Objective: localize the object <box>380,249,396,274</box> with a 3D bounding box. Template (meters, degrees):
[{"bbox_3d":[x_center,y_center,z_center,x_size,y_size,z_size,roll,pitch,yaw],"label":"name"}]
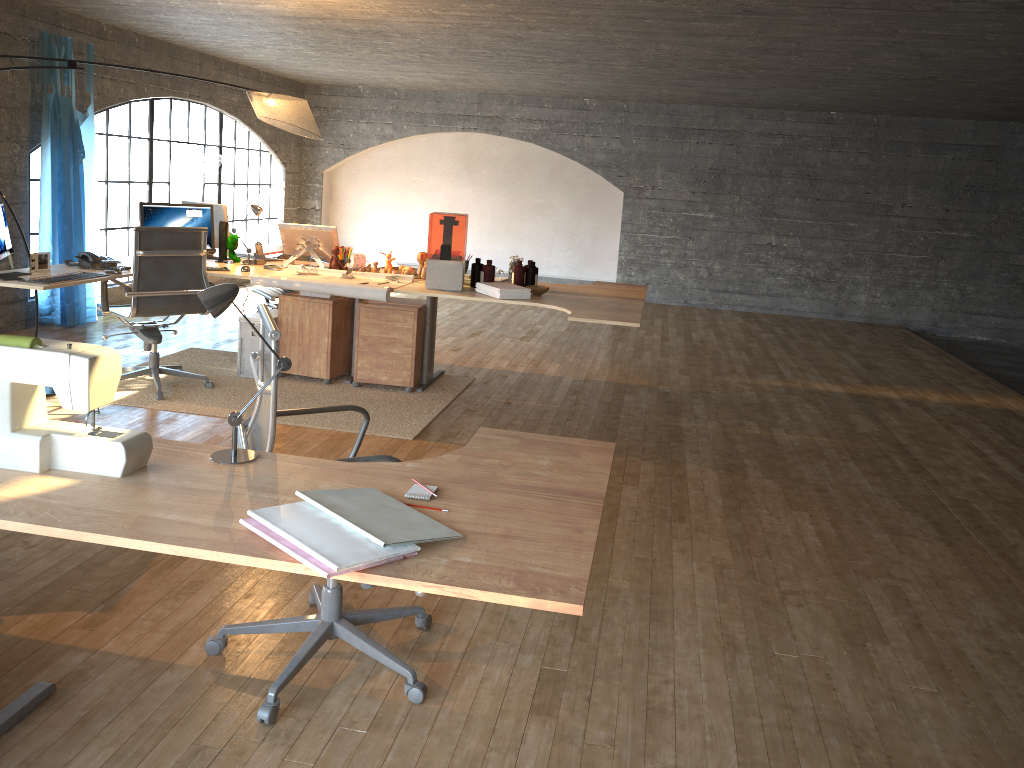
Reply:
[{"bbox_3d":[-0.814,-0.794,5.794,0.085,0.186,0.094,10,10,32],"label":"object"}]

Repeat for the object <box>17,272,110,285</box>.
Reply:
[{"bbox_3d":[-2.389,-0.570,4.725,0.187,0.011,0.498,6,13,9],"label":"object"}]

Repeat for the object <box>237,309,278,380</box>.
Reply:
[{"bbox_3d":[-1.655,-0.277,6.035,0.200,0.405,0.487,6,11,14],"label":"object"}]

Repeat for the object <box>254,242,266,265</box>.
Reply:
[{"bbox_3d":[-1.717,-0.890,6.000,0.082,0.157,0.085,4,9,-2],"label":"object"}]

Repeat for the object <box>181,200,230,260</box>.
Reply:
[{"bbox_3d":[-2.133,-1.071,6.153,0.473,0.385,0.288,11,12,34],"label":"object"}]

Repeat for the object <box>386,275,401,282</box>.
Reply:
[{"bbox_3d":[-0.754,-0.670,5.595,0.022,0.041,0.136,-4,15,-43],"label":"object"}]

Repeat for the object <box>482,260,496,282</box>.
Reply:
[{"bbox_3d":[-0.146,-0.681,5.506,0.080,0.184,0.080,8,9,26],"label":"object"}]

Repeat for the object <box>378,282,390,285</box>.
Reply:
[{"bbox_3d":[-0.793,-0.623,5.454,0.008,0.007,0.149,7,13,18],"label":"object"}]

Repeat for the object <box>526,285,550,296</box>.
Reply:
[{"bbox_3d":[0.156,-0.569,5.408,0.146,0.054,0.149,1,13,-14],"label":"object"}]

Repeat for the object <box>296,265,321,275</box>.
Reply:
[{"bbox_3d":[-1.295,-0.730,5.644,0.159,0.063,0.054,-1,11,-23],"label":"object"}]

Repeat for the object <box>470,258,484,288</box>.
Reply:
[{"bbox_3d":[-0.219,-0.702,5.572,0.080,0.184,0.080,7,9,16],"label":"object"}]

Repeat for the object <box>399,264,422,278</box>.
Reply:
[{"bbox_3d":[-0.687,-0.749,5.875,0.145,0.080,0.182,13,15,38],"label":"object"}]

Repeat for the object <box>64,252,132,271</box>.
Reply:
[{"bbox_3d":[-2.461,-0.732,5.254,0.416,0.080,0.280,15,17,40],"label":"object"}]

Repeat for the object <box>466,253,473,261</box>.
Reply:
[{"bbox_3d":[-0.303,-0.812,5.757,0.153,0.100,0.076,13,13,38],"label":"object"}]

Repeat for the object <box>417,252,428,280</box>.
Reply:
[{"bbox_3d":[-0.547,-0.781,5.851,0.200,0.174,0.131,11,12,33],"label":"object"}]

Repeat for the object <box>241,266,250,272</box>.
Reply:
[{"bbox_3d":[-1.691,-0.732,5.601,0.059,0.033,0.102,1,13,-16],"label":"object"}]

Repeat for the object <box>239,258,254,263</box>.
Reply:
[{"bbox_3d":[-1.830,-0.851,6.086,0.132,0.025,0.134,6,13,9],"label":"object"}]

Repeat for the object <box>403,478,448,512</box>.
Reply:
[{"bbox_3d":[-0.177,0.235,1.892,0.128,0.013,0.144,7,13,12],"label":"object"}]

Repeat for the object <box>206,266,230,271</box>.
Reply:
[{"bbox_3d":[-2.024,-0.723,5.505,0.490,0.011,0.190,-2,14,-25],"label":"object"}]

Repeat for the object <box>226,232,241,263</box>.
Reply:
[{"bbox_3d":[-1.904,-0.937,6.009,0.115,0.217,0.250,-1,12,-31],"label":"object"}]

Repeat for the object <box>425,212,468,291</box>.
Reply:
[{"bbox_3d":[-0.399,-0.822,5.440,0.222,0.452,0.274,4,9,-1],"label":"object"}]

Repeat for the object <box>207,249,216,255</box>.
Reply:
[{"bbox_3d":[-2.239,-0.977,6.446,0.155,0.056,0.136,10,13,24],"label":"object"}]

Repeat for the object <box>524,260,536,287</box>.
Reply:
[{"bbox_3d":[0.113,-0.705,5.690,0.080,0.184,0.080,7,9,16],"label":"object"}]

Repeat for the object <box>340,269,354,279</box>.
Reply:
[{"bbox_3d":[-1.054,-0.705,5.626,0.049,0.055,0.132,6,12,9],"label":"object"}]

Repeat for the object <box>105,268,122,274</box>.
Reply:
[{"bbox_3d":[-2.276,-0.647,5.049,0.101,0.033,0.060,8,12,19],"label":"object"}]

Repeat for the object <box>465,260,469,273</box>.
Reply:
[{"bbox_3d":[-0.319,-0.764,5.745,0.077,0.081,0.078,2,10,-11],"label":"object"}]

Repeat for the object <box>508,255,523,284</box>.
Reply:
[{"bbox_3d":[0.021,-0.719,5.680,0.095,0.211,0.099,5,9,7],"label":"object"}]

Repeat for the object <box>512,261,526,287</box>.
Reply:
[{"bbox_3d":[0.042,-0.688,5.594,0.080,0.184,0.080,8,9,26],"label":"object"}]

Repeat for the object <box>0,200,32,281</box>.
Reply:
[{"bbox_3d":[-2.680,-0.753,4.596,0.285,0.385,0.477,1,11,-20],"label":"object"}]

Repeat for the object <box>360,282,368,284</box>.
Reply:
[{"bbox_3d":[-0.900,-0.609,5.356,0.012,0.009,0.127,8,14,21],"label":"object"}]

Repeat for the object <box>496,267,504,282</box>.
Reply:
[{"bbox_3d":[-0.083,-0.700,5.761,0.037,0.119,0.076,2,9,-17],"label":"object"}]

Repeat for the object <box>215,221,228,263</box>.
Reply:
[{"bbox_3d":[-1.964,-0.963,5.980,0.085,0.274,0.086,-1,10,-34],"label":"object"}]

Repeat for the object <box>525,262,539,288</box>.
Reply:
[{"bbox_3d":[0.125,-0.682,5.592,0.080,0.184,0.080,7,9,16],"label":"object"}]

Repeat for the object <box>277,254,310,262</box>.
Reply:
[{"bbox_3d":[-1.658,-0.863,6.779,0.300,0.239,0.372,-5,14,-39],"label":"object"}]

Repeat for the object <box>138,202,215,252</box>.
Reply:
[{"bbox_3d":[-2.168,-0.974,5.721,0.471,0.385,0.289,-5,13,-40],"label":"object"}]
